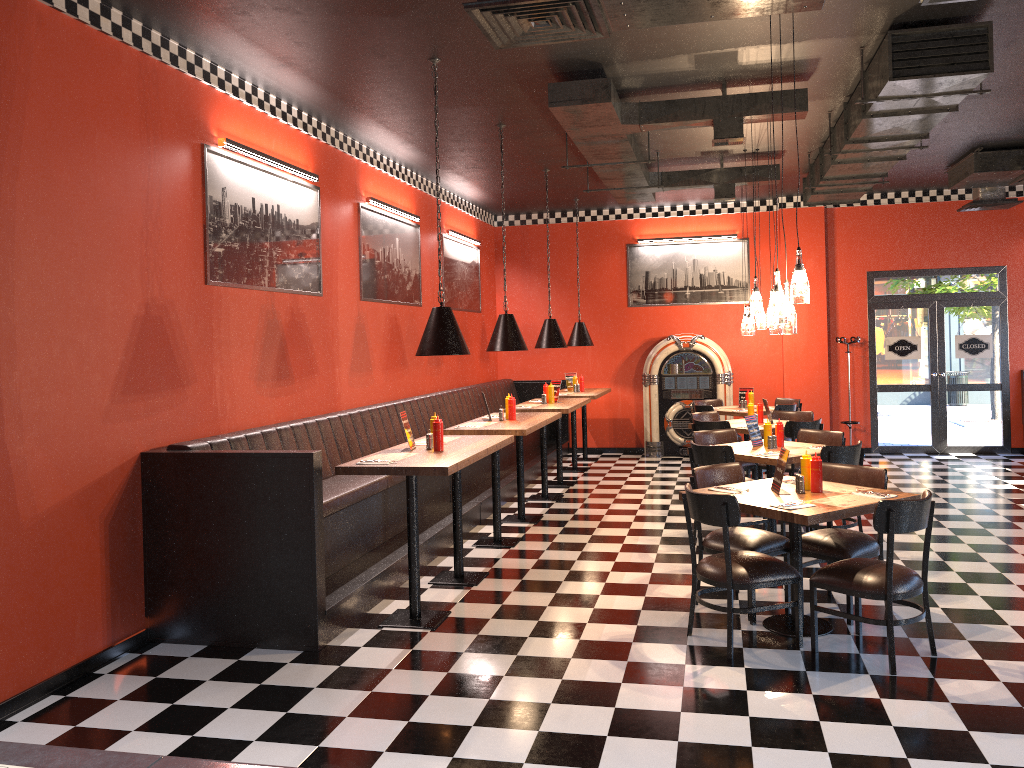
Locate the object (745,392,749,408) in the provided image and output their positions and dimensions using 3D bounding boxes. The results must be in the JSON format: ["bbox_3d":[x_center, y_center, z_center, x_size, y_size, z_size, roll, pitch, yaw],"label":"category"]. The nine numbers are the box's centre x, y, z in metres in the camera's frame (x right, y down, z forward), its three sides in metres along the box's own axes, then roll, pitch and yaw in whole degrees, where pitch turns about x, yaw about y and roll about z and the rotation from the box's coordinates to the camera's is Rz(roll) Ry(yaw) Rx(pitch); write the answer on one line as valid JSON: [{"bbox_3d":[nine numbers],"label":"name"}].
[{"bbox_3d":[3.046,0.193,11.423,0.068,0.238,0.068,-1,0,10],"label":"object"}]

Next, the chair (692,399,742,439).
[{"bbox_3d":[2.693,0.646,11.741,0.486,0.867,0.544,-2,1,-23],"label":"chair"}]

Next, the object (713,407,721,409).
[{"bbox_3d":[2.611,0.310,11.508,0.157,0.019,0.255,-3,3,-29],"label":"object"}]

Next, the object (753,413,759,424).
[{"bbox_3d":[2.577,0.353,9.365,0.047,0.136,0.094,-2,1,3],"label":"object"}]

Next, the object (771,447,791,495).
[{"bbox_3d":[1.586,0.511,5.238,0.072,0.257,0.188,-2,1,3],"label":"object"}]

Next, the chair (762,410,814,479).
[{"bbox_3d":[2.998,0.737,9.623,0.486,0.867,0.545,-1,1,36],"label":"chair"}]

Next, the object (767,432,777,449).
[{"bbox_3d":[2.139,0.462,7.281,0.094,0.136,0.046,-2,1,-27],"label":"object"}]

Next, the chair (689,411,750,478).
[{"bbox_3d":[2.267,0.749,9.797,0.487,0.867,0.544,-2,1,-40],"label":"chair"}]

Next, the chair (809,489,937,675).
[{"bbox_3d":[1.930,0.997,4.680,0.487,0.867,0.544,-2,1,-37],"label":"chair"}]

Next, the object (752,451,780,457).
[{"bbox_3d":[2.014,0.541,6.916,0.255,0.019,0.157,-3,3,-30],"label":"object"}]

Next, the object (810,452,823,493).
[{"bbox_3d":[1.786,0.517,5.202,0.068,0.238,0.068,-2,0,-34],"label":"object"}]

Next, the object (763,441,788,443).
[{"bbox_3d":[2.254,0.500,7.657,0.255,0.019,0.157,-4,3,-39],"label":"object"}]

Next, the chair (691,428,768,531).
[{"bbox_3d":[1.891,0.852,7.812,0.486,0.867,0.544,-2,1,-23],"label":"chair"}]

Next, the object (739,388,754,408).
[{"bbox_3d":[3.048,0.178,11.528,0.188,0.257,0.072,-1,0,23],"label":"object"}]

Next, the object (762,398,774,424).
[{"bbox_3d":[2.715,0.287,9.399,0.072,0.257,0.188,-2,1,3],"label":"object"}]

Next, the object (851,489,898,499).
[{"bbox_3d":[2.055,0.626,5.068,0.157,0.019,0.255,-3,3,-28],"label":"object"}]

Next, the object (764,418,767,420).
[{"bbox_3d":[2.704,0.389,9.780,0.255,0.019,0.157,-3,3,-32],"label":"object"}]

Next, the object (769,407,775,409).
[{"bbox_3d":[3.368,0.303,11.244,0.157,0.019,0.255,-3,3,-32],"label":"object"}]

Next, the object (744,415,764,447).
[{"bbox_3d":[2.042,0.394,7.473,0.072,0.257,0.188,-1,1,43],"label":"object"}]

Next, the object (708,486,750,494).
[{"bbox_3d":[1.320,0.634,5.328,0.157,0.019,0.255,-4,3,-38],"label":"object"}]

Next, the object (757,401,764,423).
[{"bbox_3d":[2.643,0.296,9.439,0.068,0.238,0.068,-1,0,18],"label":"object"}]

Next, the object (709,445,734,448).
[{"bbox_3d":[1.746,0.524,7.423,0.157,0.019,0.255,-3,3,-31],"label":"object"}]

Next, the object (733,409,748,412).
[{"bbox_3d":[2.870,0.328,10.995,0.255,0.019,0.157,-3,3,-29],"label":"object"}]

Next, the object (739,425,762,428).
[{"bbox_3d":[2.438,0.431,9.038,0.255,0.019,0.157,-3,3,-30],"label":"object"}]

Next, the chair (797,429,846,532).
[{"bbox_3d":[2.563,0.843,7.614,0.545,0.867,0.486,-2,1,-32],"label":"chair"}]

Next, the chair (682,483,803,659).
[{"bbox_3d":[1.251,1.003,4.941,0.545,0.867,0.486,-2,1,-20],"label":"chair"}]

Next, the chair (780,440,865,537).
[{"bbox_3d":[2.448,0.879,6.908,0.487,0.867,0.544,-2,1,-35],"label":"chair"}]

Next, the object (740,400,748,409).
[{"bbox_3d":[2.975,0.249,11.366,0.093,0.136,0.047,-1,0,13],"label":"object"}]

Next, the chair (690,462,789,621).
[{"bbox_3d":[1.438,0.966,5.621,0.487,0.867,0.544,-2,1,-37],"label":"chair"}]

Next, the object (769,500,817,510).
[{"bbox_3d":[1.540,0.652,4.814,0.255,0.019,0.157,-3,3,-29],"label":"object"}]

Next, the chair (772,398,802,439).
[{"bbox_3d":[3.511,0.629,11.639,0.545,0.867,0.486,-2,1,-22],"label":"chair"}]

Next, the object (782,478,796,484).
[{"bbox_3d":[1.796,0.609,5.597,0.255,0.019,0.157,-3,3,-31],"label":"object"}]

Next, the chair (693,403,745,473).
[{"bbox_3d":[2.571,0.677,11.148,0.544,0.867,0.486,-2,1,-12],"label":"chair"}]

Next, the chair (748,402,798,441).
[{"bbox_3d":[3.250,0.668,10.960,0.544,0.867,0.487,-1,1,45],"label":"chair"}]

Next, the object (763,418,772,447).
[{"bbox_3d":[2.132,0.406,7.383,0.068,0.238,0.068,-1,0,18],"label":"object"}]

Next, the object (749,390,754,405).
[{"bbox_3d":[3.063,0.196,11.331,0.068,0.238,0.068,-1,0,10],"label":"object"}]

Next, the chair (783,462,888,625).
[{"bbox_3d":[2.032,0.956,5.498,0.545,0.867,0.486,-2,1,-38],"label":"chair"}]

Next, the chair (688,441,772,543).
[{"bbox_3d":[1.717,0.890,7.082,0.545,0.867,0.486,-2,1,-29],"label":"chair"}]

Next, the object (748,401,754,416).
[{"bbox_3d":[2.552,0.297,9.462,0.068,0.238,0.068,-1,0,18],"label":"object"}]

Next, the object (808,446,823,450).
[{"bbox_3d":[2.508,0.516,7.173,0.157,0.019,0.255,-3,3,-33],"label":"object"}]

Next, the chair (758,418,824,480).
[{"bbox_3d":[2.825,0.776,8.894,0.486,0.867,0.544,-2,1,-28],"label":"chair"}]

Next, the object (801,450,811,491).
[{"bbox_3d":[1.761,0.513,5.292,0.068,0.238,0.068,-1,0,28],"label":"object"}]

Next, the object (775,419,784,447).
[{"bbox_3d":[2.223,0.404,7.361,0.068,0.238,0.068,-1,0,18],"label":"object"}]

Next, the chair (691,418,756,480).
[{"bbox_3d":[2.152,0.785,9.092,0.545,0.867,0.486,-2,1,-37],"label":"chair"}]
